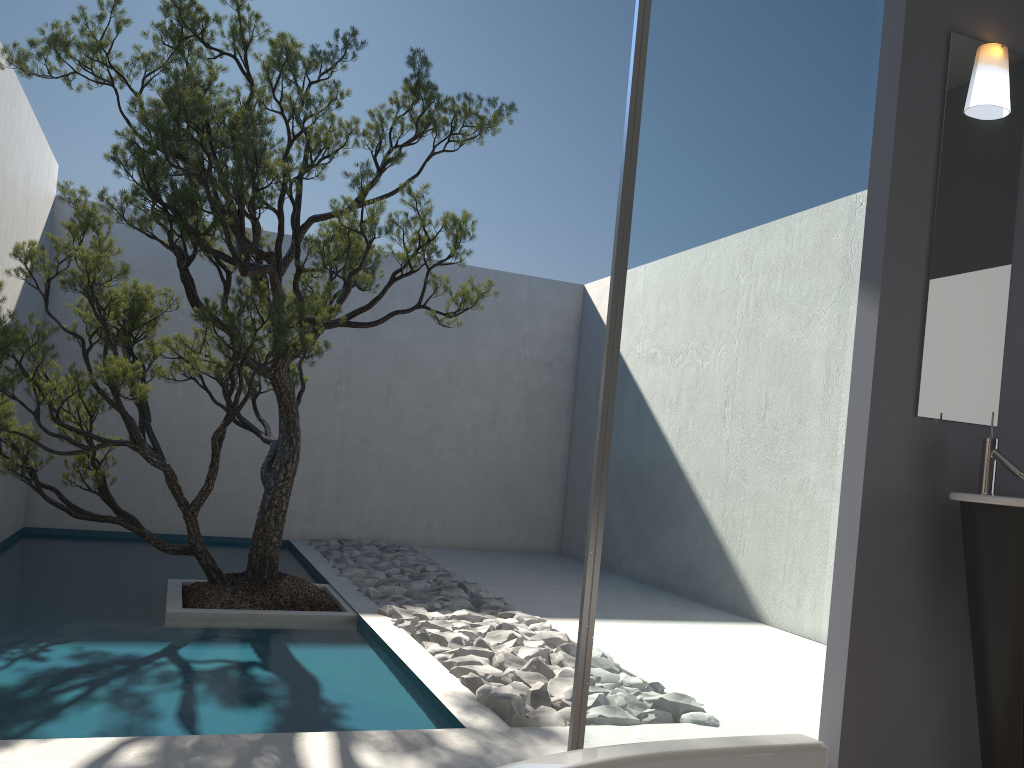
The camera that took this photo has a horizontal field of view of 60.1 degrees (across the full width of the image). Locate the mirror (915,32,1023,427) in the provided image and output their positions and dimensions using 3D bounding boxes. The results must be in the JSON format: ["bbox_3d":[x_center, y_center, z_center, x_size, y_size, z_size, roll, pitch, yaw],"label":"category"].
[{"bbox_3d":[1.548,-0.505,2.966,0.355,1.268,0.012,6,0,-21],"label":"mirror"}]

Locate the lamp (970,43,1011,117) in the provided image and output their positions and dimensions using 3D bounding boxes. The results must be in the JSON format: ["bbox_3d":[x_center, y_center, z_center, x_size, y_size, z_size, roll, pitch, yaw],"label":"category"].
[{"bbox_3d":[1.612,-1.018,2.939,0.157,0.214,0.057,6,-1,-21],"label":"lamp"}]

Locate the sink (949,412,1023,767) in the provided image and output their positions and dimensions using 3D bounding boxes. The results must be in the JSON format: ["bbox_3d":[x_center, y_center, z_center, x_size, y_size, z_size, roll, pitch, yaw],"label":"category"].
[{"bbox_3d":[1.611,0.701,2.594,0.649,1.248,0.645,6,-2,-39],"label":"sink"}]

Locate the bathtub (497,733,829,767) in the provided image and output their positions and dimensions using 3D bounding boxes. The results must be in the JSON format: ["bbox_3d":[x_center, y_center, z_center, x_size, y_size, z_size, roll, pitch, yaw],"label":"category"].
[{"bbox_3d":[0.837,0.740,0.637,2.104,0.710,0.913,7,-3,-21],"label":"bathtub"}]

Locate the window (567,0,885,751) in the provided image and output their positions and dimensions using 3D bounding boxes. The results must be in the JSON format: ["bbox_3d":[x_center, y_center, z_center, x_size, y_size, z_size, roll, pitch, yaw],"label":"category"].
[{"bbox_3d":[1.173,-0.188,2.961,1.890,2.999,0.021,6,-1,-21],"label":"window"}]

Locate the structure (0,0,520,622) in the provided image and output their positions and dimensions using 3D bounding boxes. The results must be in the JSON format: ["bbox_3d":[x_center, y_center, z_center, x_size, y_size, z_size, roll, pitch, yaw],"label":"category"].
[{"bbox_3d":[-1.570,-0.270,4.917,2.595,3.465,2.517,6,-2,-27],"label":"structure"}]
